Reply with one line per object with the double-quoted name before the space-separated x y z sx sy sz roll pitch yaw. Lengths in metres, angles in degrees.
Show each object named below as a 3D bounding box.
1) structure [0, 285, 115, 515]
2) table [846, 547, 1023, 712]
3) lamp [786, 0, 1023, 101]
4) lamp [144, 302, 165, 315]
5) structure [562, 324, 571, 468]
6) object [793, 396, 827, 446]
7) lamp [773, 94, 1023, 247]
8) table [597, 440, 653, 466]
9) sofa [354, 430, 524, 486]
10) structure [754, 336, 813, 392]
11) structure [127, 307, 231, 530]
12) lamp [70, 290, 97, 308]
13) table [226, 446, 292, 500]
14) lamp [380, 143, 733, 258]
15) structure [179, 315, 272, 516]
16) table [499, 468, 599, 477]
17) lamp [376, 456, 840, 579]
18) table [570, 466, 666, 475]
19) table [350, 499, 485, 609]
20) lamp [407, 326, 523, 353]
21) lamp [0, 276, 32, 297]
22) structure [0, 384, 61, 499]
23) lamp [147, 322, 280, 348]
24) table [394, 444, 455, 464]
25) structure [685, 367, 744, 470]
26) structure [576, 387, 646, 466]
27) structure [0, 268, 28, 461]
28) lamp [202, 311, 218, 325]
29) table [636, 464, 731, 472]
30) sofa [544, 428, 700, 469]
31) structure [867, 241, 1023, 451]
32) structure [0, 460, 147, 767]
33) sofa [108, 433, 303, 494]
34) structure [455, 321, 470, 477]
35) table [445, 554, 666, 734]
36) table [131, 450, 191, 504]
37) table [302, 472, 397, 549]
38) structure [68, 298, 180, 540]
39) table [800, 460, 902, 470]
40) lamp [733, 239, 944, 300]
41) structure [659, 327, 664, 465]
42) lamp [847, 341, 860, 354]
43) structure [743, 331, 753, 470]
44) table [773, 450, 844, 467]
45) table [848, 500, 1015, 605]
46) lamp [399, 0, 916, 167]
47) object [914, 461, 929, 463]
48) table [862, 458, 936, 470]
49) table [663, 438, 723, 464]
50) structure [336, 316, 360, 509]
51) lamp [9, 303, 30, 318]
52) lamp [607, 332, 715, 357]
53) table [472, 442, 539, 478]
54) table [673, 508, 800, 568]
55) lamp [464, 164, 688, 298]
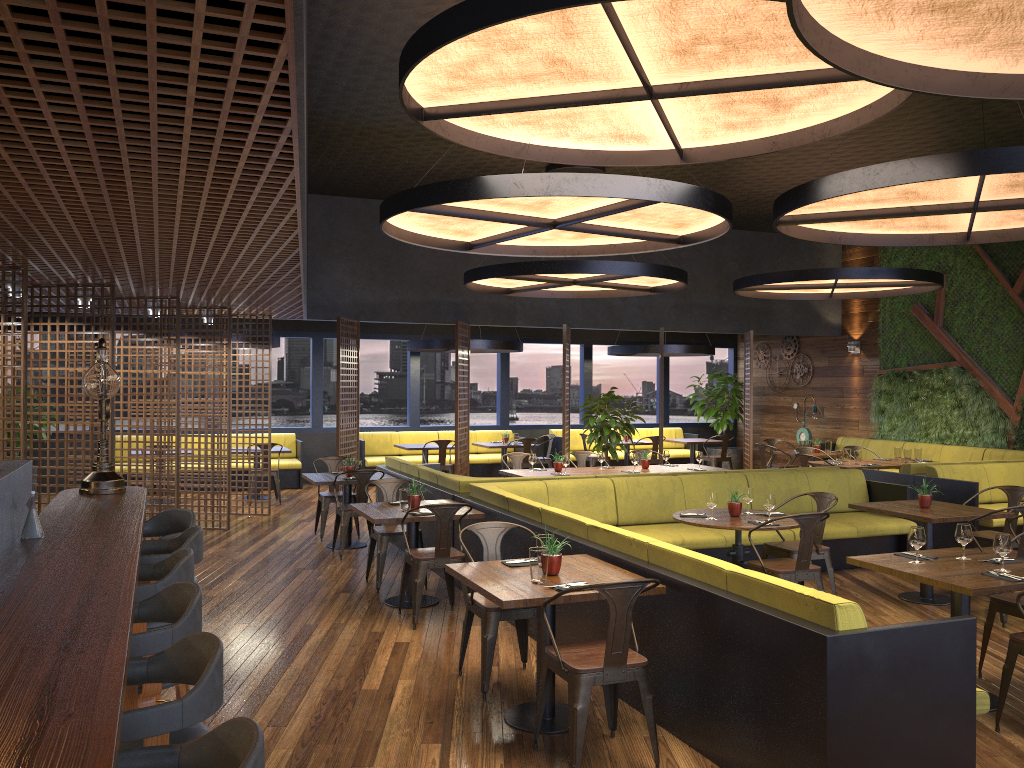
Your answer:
"structure" -4.434 0.412 8.489 1.319 2.700 0.050 0 0 8
"table" 2.583 1.418 5.064 0.906 0.763 0.887 0 0 -22
"lamp" 2.199 -1.947 2.400 2.778 1.475 2.778 0 0 33
"lamp" -4.148 -0.863 10.281 0.228 0.172 0.228 0 0 -22
"structure" 0.846 0.449 13.788 0.050 2.700 0.852 0 0 8
"object" 5.522 1.023 16.447 0.459 1.615 0.848 0 0 -22
"lamp" 3.321 -1.936 6.350 2.778 1.475 2.778 0 0 27
"table" 2.108 1.427 16.144 0.906 0.763 0.887 0 0 -22
"sofa" -1.283 1.332 16.207 3.061 0.914 0.966 0 0 -22
"structure" 5.396 -0.422 17.777 0.058 1.178 1.791 0 0 -22
"structure" -4.085 0.417 10.871 1.319 2.700 0.050 0 0 8
"lamp" -4.386 -0.866 9.082 0.228 0.172 0.228 0 0 -22
"table" -3.932 1.389 13.741 0.887 0.763 0.906 0 0 -22
"lamp" 0.344 -1.953 7.129 2.778 1.475 2.778 0 0 -18
"structure" -3.910 0.419 12.062 1.319 2.700 0.050 0 0 8
"table" 0.423 1.411 10.334 0.906 0.763 0.887 0 0 -22
"lamp" -1.113 0.425 9.293 9.057 2.714 3.017 0 0 -22
"table" 1.266 1.416 10.669 0.906 0.763 0.887 0 0 -22
"table" -0.798 1.401 7.268 0.887 0.763 0.906 0 0 -22
"lamp" -0.792 -1.647 15.141 1.979 2.172 1.979 0 0 23
"lamp" -4.442 -0.867 7.932 0.228 0.172 0.228 0 0 -22
"structure" -7.575 0.868 13.622 0.993 1.763 1.166 0 0 39
"lamp" -4.580 -1.671 13.636 1.979 2.172 1.979 0 0 -15
"table" -1.423 1.405 14.737 0.887 0.763 0.906 0 0 -22
"structure" 4.339 0.732 18.265 1.493 2.184 1.272 0 0 -22
"structure" 1.413 0.921 13.314 0.993 1.763 1.166 0 0 39
"structure" -4.608 0.410 7.298 1.319 2.700 0.050 0 0 8
"lamp" -3.940 -0.860 11.500 0.228 0.172 0.228 0 0 -22
"table" 2.104 1.422 11.007 0.906 0.763 0.887 0 0 -22
"sofa" 2.239 1.354 17.606 3.061 0.914 0.966 0 0 -22
"structure" 7.943 -0.459 11.234 0.918 4.593 9.182 0 0 -23
"structure" -1.955 0.419 1.060 2.700 2.700 9.298 0 0 -22
"sofa" -5.068 1.308 14.703 3.061 0.914 0.966 0 0 -22
"structure" -0.734 0.439 13.161 0.050 2.700 0.852 0 0 8
"table" 0.199 1.404 4.759 0.887 0.763 0.906 0 0 -22
"table" -5.233 1.381 13.224 0.887 0.763 0.906 0 0 -22
"table" -1.798 1.397 9.776 0.887 0.763 0.906 0 0 -22
"structure" -4.259 0.414 9.680 1.319 2.700 0.050 0 0 8
"table" 4.493 1.437 11.788 0.887 0.763 0.906 0 0 -22
"lamp" 4.559 -1.998 12.529 2.778 1.362 2.778 0 0 33
"structure" 2.425 0.459 14.416 0.050 2.700 0.852 0 0 8
"lamp" 6.089 -0.658 15.881 0.189 0.215 0.215 0 0 -22
"structure" 4.005 0.469 15.043 0.050 2.700 0.852 0 0 8
"table" 4.687 1.440 13.682 0.887 0.763 0.906 0 0 -22
"table" 3.507 1.426 7.472 0.887 0.763 0.906 0 0 -22
"lamp" 0.775 -2.130 4.931 2.778 1.159 2.778 0 0 29
"object" 5.487 1.051 11.860 0.157 0.019 0.255 0 0 -22
"table" 5.360 1.442 12.132 0.887 0.763 0.906 0 0 -22
"table" 3.410 1.436 16.657 0.887 0.763 0.906 0 0 -22
"structure" -2.314 0.429 12.533 0.050 2.700 0.852 0 0 8
"lamp" -5.850 -0.873 10.525 0.228 0.172 0.228 0 0 -22
"lamp" 2.784 -1.626 16.561 1.979 2.172 1.979 0 0 -37
"table" -0.122 1.413 15.258 0.906 0.763 0.887 0 0 -22
"table" 1.759 1.415 6.896 1.007 0.760 1.007 0 0 16
"lamp" 0.790 -1.946 11.118 2.778 1.475 2.778 0 0 -21
